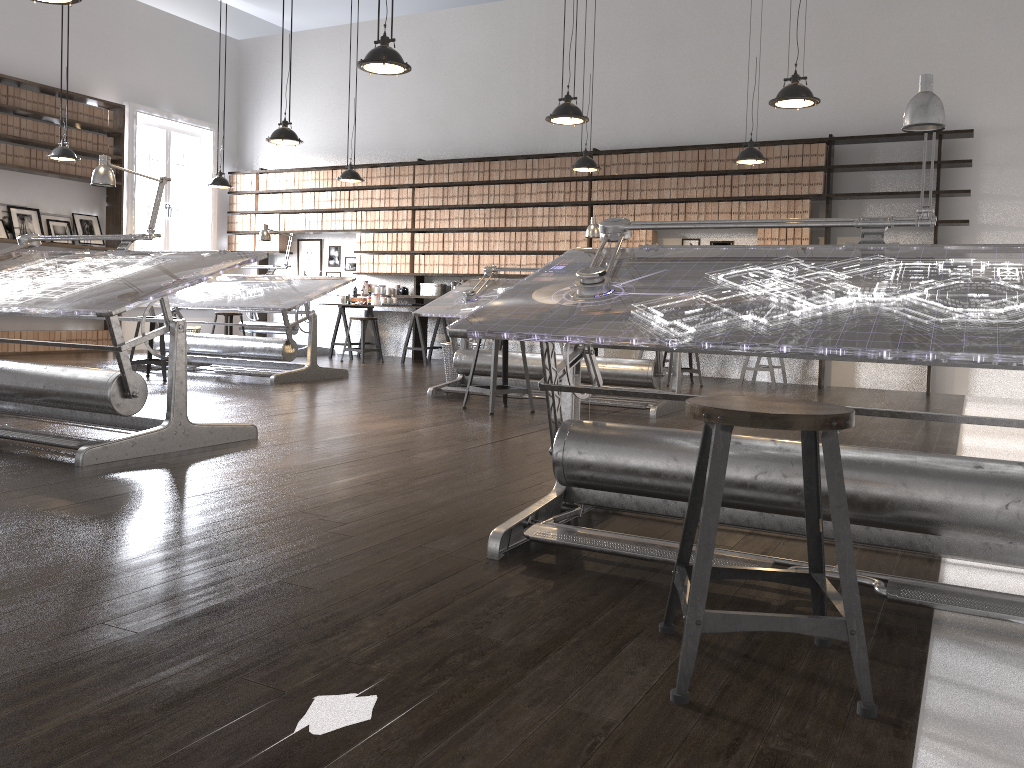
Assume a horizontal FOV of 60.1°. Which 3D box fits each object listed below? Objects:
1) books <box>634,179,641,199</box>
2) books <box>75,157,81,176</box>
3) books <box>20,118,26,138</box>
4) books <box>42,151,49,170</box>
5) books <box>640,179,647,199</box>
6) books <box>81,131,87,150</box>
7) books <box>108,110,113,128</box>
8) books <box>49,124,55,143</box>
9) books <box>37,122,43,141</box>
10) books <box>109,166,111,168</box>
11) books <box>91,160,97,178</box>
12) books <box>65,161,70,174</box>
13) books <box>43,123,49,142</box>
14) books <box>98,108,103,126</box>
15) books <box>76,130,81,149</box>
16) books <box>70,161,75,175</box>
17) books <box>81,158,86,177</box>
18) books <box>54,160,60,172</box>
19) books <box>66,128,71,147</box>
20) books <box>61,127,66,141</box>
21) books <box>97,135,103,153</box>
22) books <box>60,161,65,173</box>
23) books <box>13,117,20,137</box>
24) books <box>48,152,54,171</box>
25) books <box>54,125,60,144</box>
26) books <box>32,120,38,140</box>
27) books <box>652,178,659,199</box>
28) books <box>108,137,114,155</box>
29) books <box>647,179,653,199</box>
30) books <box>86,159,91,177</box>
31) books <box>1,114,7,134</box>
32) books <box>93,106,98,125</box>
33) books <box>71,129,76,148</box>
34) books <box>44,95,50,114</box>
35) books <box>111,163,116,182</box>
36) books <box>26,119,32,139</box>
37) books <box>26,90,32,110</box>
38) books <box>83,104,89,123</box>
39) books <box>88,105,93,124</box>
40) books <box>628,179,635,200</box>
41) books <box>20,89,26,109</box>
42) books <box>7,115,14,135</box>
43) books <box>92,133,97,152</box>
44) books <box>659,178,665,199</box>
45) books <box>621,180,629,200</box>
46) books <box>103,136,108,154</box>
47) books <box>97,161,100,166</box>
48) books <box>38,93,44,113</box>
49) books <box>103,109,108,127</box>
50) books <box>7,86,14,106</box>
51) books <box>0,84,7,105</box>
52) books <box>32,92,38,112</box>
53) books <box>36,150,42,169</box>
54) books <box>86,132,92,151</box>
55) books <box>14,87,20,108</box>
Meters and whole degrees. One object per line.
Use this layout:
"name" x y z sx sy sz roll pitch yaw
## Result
"books" 1.388 -2.099 9.614 0.067 0.225 0.174 3 3 27
"books" -5.145 -2.544 10.395 0.175 0.225 0.067 3 3 28
"books" -5.450 -2.813 9.781 0.175 0.225 0.067 3 3 28
"books" -5.336 -2.519 10.031 0.174 0.225 0.067 3 3 28
"books" 1.452 -2.094 9.585 0.067 0.225 0.174 3 3 28
"books" -5.106 -2.860 10.450 0.174 0.225 0.067 3 3 28
"books" -4.927 -3.199 10.753 0.174 0.225 0.067 3 3 28
"books" -5.295 -2.834 10.086 0.175 0.225 0.067 3 3 28
"books" -5.356 -2.825 9.960 0.175 0.225 0.067 3 3 28
"books" -4.956 -2.570 10.762 0.175 0.225 0.067 3 3 28
"books" -5.049 -2.557 10.582 0.174 0.225 0.067 3 3 28
"books" -5.210 -2.536 10.277 0.175 0.225 0.067 3 3 27
"books" -5.330 -2.830 10.025 0.174 0.225 0.067 3 3 28
"books" -4.996 -3.191 10.629 0.175 0.225 0.067 3 3 27
"books" -5.139 -2.856 10.387 0.175 0.225 0.067 3 3 28
"books" -5.180 -2.540 10.332 0.175 0.225 0.067 3 3 27
"books" -5.115 -2.549 10.460 0.175 0.225 0.067 3 3 27
"books" -5.274 -2.528 10.159 0.175 0.225 0.067 3 3 27
"books" -5.200 -2.847 10.268 0.175 0.225 0.067 3 3 28
"books" -5.228 -2.843 10.211 0.175 0.225 0.067 3 3 28
"books" -5.001 -2.873 10.640 0.175 0.225 0.067 3 3 28
"books" -5.237 -2.532 10.216 0.175 0.225 0.067 3 3 28
"books" -5.487 -2.808 9.716 0.174 0.225 0.067 3 3 27
"books" -5.307 -2.523 10.096 0.174 0.225 0.067 3 3 27
"books" -5.259 -2.839 10.146 0.175 0.225 0.067 3 3 27
"books" -5.391 -2.822 9.903 0.175 0.225 0.067 3 3 27
"books" 1.572 -2.085 9.516 0.067 0.225 0.175 3 3 27
"books" -4.934 -2.883 10.774 0.175 0.225 0.067 3 3 28
"books" 1.515 -2.090 9.552 0.067 0.225 0.175 3 3 28
"books" -5.085 -2.553 10.522 0.174 0.225 0.067 3 3 27
"books" -5.551 -2.799 9.586 0.175 0.225 0.067 3 3 28
"books" -5.022 -3.186 10.566 0.175 0.225 0.067 3 3 28
"books" -5.165 -2.851 10.325 0.175 0.225 0.067 3 3 27
"books" -5.313 -3.148 10.019 0.175 0.225 0.067 3 3 28
"books" -4.925 -2.574 10.824 0.175 0.225 0.067 3 3 28
"books" -5.418 -2.818 9.846 0.175 0.225 0.067 3 3 27
"books" -5.412 -3.135 9.829 0.174 0.225 0.067 3 3 27
"books" -5.085 -3.178 10.453 0.175 0.225 0.067 3 3 27
"books" -5.057 -3.183 10.509 0.175 0.225 0.067 3 3 27
"books" 1.327 -2.104 9.651 0.067 0.225 0.175 3 3 27
"books" -5.442 -3.130 9.763 0.175 0.225 0.067 3 3 27
"books" -5.517 -2.804 9.650 0.175 0.225 0.067 3 3 27
"books" -5.041 -2.869 10.576 0.175 0.225 0.067 3 3 27
"books" 1.633 -2.080 9.489 0.067 0.225 0.175 3 3 28
"books" 1.258 -2.109 9.681 0.067 0.225 0.175 3 3 28
"books" -4.971 -2.878 10.708 0.175 0.225 0.067 3 3 27
"books" -5.012 -2.562 10.645 0.175 0.225 0.067 3 3 28
"books" -5.349 -3.144 9.953 0.175 0.225 0.067 3 3 28
"books" -4.963 -3.195 10.692 0.174 0.225 0.067 3 3 27
"books" -5.508 -3.122 9.640 0.175 0.225 0.067 3 3 28
"books" -5.548 -3.117 9.576 0.175 0.225 0.067 3 3 27
"books" -5.383 -3.139 9.892 0.174 0.225 0.067 3 3 28
"books" -5.373 -2.515 9.970 0.175 0.225 0.067 3 3 28
"books" -5.069 -2.864 10.511 0.174 0.225 0.067 3 3 27
"books" -5.479 -3.126 9.708 0.175 0.225 0.067 3 3 27
